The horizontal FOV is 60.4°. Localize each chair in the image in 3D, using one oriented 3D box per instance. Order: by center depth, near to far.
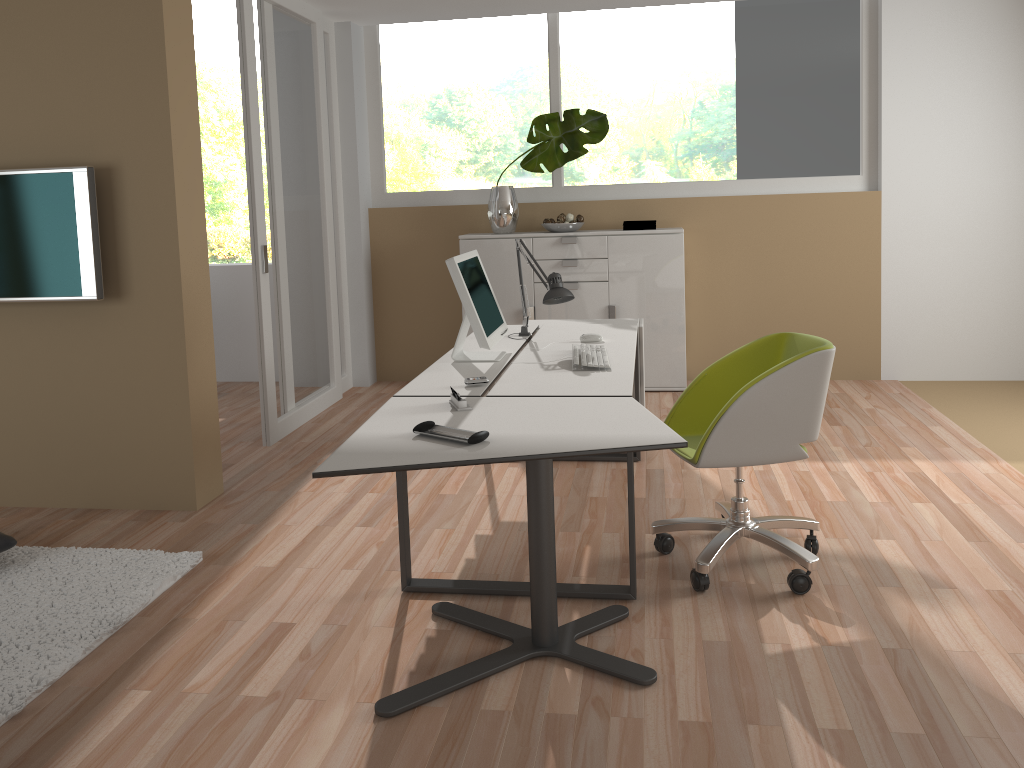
[{"bbox_3d":[0.840,0.248,3.149,0.599,0.799,0.629,-4,8,-16],"label":"chair"}]

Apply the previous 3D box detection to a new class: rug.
[{"bbox_3d":[-2.264,0.812,2.839,2.023,0.045,1.475,0,12,9],"label":"rug"}]

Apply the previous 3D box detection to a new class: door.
[{"bbox_3d":[-1.328,-1.074,5.416,0.060,2.616,1.204,-1,6,9],"label":"door"},{"bbox_3d":[-1.328,-1.152,5.784,0.045,2.616,1.204,-1,6,9],"label":"door"}]

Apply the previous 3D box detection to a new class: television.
[{"bbox_3d":[-2.366,-0.644,3.868,1.173,0.572,0.055,0,5,9],"label":"television"}]

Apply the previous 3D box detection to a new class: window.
[{"bbox_3d":[0.706,-2.208,6.279,3.632,1.778,0.046,0,5,9],"label":"window"},{"bbox_3d":[-3.023,-3.686,12.368,12.075,5.891,2.102,-3,6,-8],"label":"window"}]

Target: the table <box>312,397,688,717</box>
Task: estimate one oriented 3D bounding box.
[{"bbox_3d":[0.027,0.463,2.528,0.925,0.679,0.824,-1,9,6],"label":"table"}]

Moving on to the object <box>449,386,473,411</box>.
[{"bbox_3d":[-0.163,0.042,2.784,0.049,0.055,0.132,-4,11,-15],"label":"object"}]

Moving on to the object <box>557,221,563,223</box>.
[{"bbox_3d":[0.328,-1.085,6.022,0.056,0.064,0.052,1,8,22],"label":"object"}]

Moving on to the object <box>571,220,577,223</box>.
[{"bbox_3d":[0.427,-1.095,6.052,0.054,0.063,0.057,-4,8,-13],"label":"object"}]

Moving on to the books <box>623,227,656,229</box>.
[{"bbox_3d":[0.878,-1.075,6.055,0.222,0.006,0.160,0,12,9],"label":"books"}]

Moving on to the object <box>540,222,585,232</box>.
[{"bbox_3d":[0.354,-1.089,6.114,0.315,0.063,0.318,-8,13,-25],"label":"object"}]

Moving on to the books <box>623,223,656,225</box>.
[{"bbox_3d":[0.877,-1.103,6.055,0.222,0.007,0.160,0,12,9],"label":"books"}]

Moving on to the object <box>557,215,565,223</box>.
[{"bbox_3d":[0.336,-1.132,6.063,0.053,0.063,0.056,-3,8,-6],"label":"object"}]

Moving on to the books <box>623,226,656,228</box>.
[{"bbox_3d":[0.876,-1.081,6.055,0.222,0.006,0.160,0,12,7],"label":"books"}]

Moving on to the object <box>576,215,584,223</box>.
[{"bbox_3d":[0.468,-1.134,6.062,0.053,0.067,0.054,0,8,17],"label":"object"}]

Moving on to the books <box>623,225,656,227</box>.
[{"bbox_3d":[0.878,-1.092,6.053,0.222,0.006,0.160,0,12,9],"label":"books"}]

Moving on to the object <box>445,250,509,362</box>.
[{"bbox_3d":[-0.140,-0.323,3.603,0.197,0.425,0.474,-1,9,9],"label":"object"}]

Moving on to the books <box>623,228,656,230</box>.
[{"bbox_3d":[0.878,-1.070,6.056,0.222,0.006,0.160,0,12,9],"label":"books"}]

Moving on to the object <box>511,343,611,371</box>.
[{"bbox_3d":[0.190,-0.090,3.505,0.387,0.079,0.464,-1,12,4],"label":"object"}]

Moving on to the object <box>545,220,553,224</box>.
[{"bbox_3d":[0.254,-1.105,6.089,0.056,0.060,0.055,-8,10,-37],"label":"object"}]

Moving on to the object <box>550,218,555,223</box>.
[{"bbox_3d":[0.275,-1.132,6.186,0.054,0.063,0.057,-7,10,-31],"label":"object"}]

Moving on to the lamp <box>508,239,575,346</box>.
[{"bbox_3d":[0.110,-0.379,3.946,0.140,0.522,0.546,-5,9,-25],"label":"lamp"}]

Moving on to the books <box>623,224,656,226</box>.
[{"bbox_3d":[0.877,-1.097,6.052,0.222,0.006,0.160,0,12,10],"label":"books"}]

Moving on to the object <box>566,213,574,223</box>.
[{"bbox_3d":[0.397,-1.144,6.072,0.056,0.066,0.052,3,9,32],"label":"object"}]

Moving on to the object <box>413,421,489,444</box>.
[{"bbox_3d":[-0.169,0.132,2.417,0.217,0.030,0.091,8,15,38],"label":"object"}]

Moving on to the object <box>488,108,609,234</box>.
[{"bbox_3d":[0.249,-1.477,6.108,0.857,0.835,0.268,-1,6,6],"label":"object"}]

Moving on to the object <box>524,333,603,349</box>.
[{"bbox_3d":[0.232,-0.169,3.866,0.371,0.079,0.143,-5,11,-12],"label":"object"}]

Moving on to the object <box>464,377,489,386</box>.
[{"bbox_3d":[-0.123,-0.010,3.077,0.084,0.021,0.048,-4,11,-12],"label":"object"}]

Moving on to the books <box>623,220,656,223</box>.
[{"bbox_3d":[0.879,-1.118,6.051,0.222,0.006,0.160,0,12,9],"label":"books"}]

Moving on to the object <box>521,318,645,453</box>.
[{"bbox_3d":[0.385,0.014,4.643,0.621,0.668,0.313,-1,6,9],"label":"object"}]

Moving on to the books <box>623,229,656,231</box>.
[{"bbox_3d":[0.877,-1.064,6.055,0.222,0.007,0.160,0,12,9],"label":"books"}]

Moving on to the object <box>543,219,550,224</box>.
[{"bbox_3d":[0.245,-1.123,6.141,0.056,0.064,0.053,-4,8,-12],"label":"object"}]

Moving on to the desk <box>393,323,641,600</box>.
[{"bbox_3d":[0.125,0.206,3.723,0.804,0.676,1.629,-1,11,9],"label":"desk"}]

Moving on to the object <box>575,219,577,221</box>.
[{"bbox_3d":[0.453,-1.112,6.108,0.052,0.065,0.057,-3,8,-6],"label":"object"}]

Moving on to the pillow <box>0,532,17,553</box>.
[{"bbox_3d":[-2.248,0.635,3.203,0.583,0.207,0.617,6,14,34],"label":"pillow"}]

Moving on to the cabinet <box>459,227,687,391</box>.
[{"bbox_3d":[0.428,-0.522,6.148,1.522,1.072,0.422,0,6,9],"label":"cabinet"}]

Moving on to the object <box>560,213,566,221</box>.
[{"bbox_3d":[0.355,-1.163,6.170,0.053,0.070,0.053,0,8,15],"label":"object"}]

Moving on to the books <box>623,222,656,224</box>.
[{"bbox_3d":[0.877,-1.108,6.055,0.222,0.007,0.160,0,12,9],"label":"books"}]
